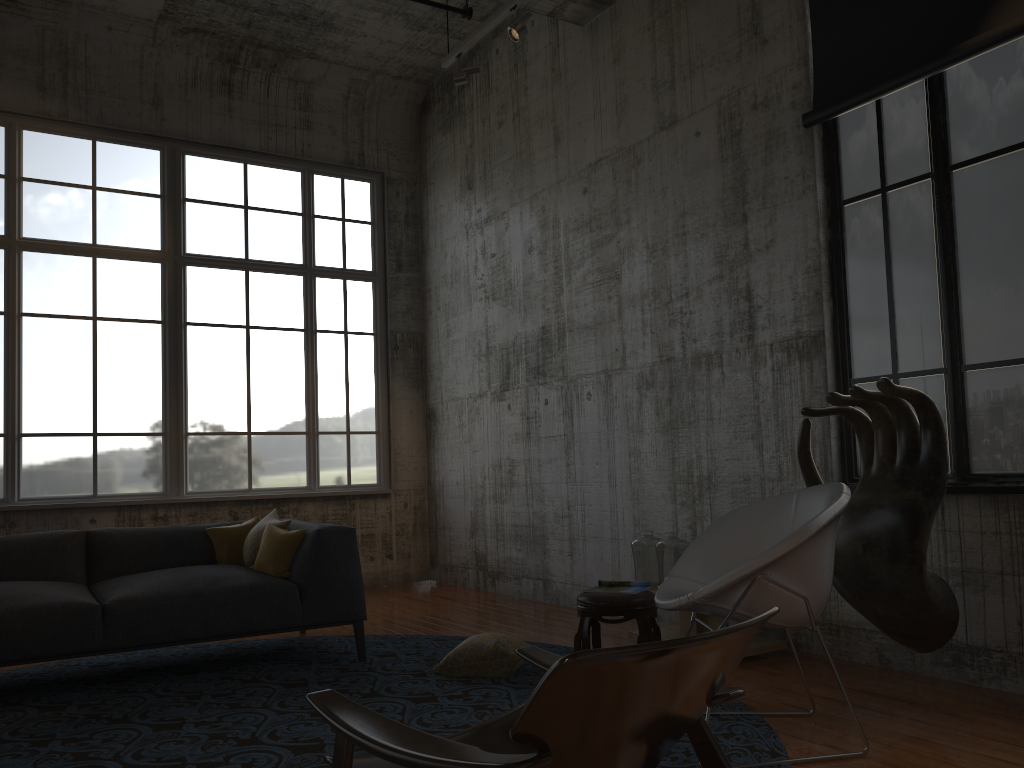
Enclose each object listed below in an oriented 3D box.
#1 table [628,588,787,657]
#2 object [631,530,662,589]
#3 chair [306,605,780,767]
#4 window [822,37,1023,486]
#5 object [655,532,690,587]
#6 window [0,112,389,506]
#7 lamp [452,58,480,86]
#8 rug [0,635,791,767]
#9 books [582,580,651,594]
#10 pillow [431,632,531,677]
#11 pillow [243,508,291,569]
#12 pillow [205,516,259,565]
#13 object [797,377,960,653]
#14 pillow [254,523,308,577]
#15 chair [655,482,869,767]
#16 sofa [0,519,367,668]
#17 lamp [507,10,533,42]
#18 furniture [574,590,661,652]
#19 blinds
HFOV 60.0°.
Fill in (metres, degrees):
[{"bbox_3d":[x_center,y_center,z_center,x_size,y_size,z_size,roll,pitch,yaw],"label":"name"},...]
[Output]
[{"bbox_3d":[1.165,1.443,5.409,0.475,0.358,0.877,1,-6,-32],"label":"table"},{"bbox_3d":[0.876,1.121,5.675,0.163,0.360,0.163,1,-5,-34],"label":"object"},{"bbox_3d":[0.080,0.941,2.161,0.875,0.791,1.045,2,-7,-42],"label":"chair"},{"bbox_3d":[2.519,-1.201,4.153,0.050,3.428,2.585,0,-5,-32],"label":"window"},{"bbox_3d":[0.998,1.098,5.479,0.163,0.360,0.163,0,-5,-29],"label":"object"},{"bbox_3d":[-3.142,-0.609,8.258,4.284,3.428,0.050,1,-5,-32],"label":"window"},{"bbox_3d":[-0.378,-2.375,6.735,0.260,0.210,0.102,-2,-4,3],"label":"lamp"},{"bbox_3d":[-1.317,1.553,3.868,4.848,0.009,4.856,-3,-6,14],"label":"rug"},{"bbox_3d":[0.555,1.079,4.711,0.300,0.043,0.229,-5,-7,32],"label":"books"},{"bbox_3d":[-0.120,1.530,5.006,0.504,0.247,0.482,-4,-6,24],"label":"pillow"},{"bbox_3d":[-1.597,1.032,5.713,0.260,0.445,0.538,0,-5,-25],"label":"pillow"},{"bbox_3d":[-1.818,1.071,5.845,0.405,0.370,0.229,0,-5,-23],"label":"pillow"},{"bbox_3d":[1.762,0.643,4.283,0.456,1.293,0.729,0,-4,-20],"label":"object"},{"bbox_3d":[-1.449,1.016,5.418,0.435,0.318,0.169,-5,-5,32],"label":"pillow"},{"bbox_3d":[0.999,0.936,3.668,0.806,1.028,1.060,-3,-5,7],"label":"chair"},{"bbox_3d":[-2.477,1.301,5.217,3.004,0.859,1.365,1,-6,-30],"label":"sofa"},{"bbox_3d":[0.047,-2.451,6.082,0.199,0.228,0.102,0,-4,-22],"label":"lamp"},{"bbox_3d":[0.557,1.325,4.652,0.432,0.476,0.433,-3,-5,13],"label":"furniture"},{"bbox_3d":[2.331,-2.324,4.137,0.150,1.460,2.449,0,-6,-32],"label":"blinds"}]
